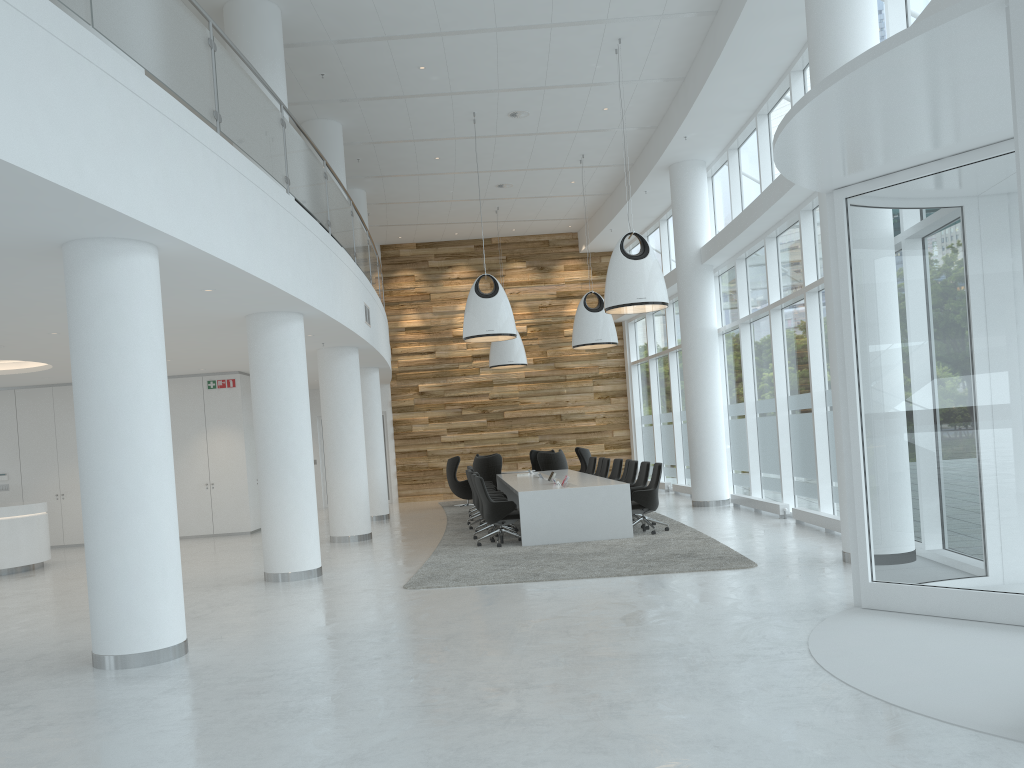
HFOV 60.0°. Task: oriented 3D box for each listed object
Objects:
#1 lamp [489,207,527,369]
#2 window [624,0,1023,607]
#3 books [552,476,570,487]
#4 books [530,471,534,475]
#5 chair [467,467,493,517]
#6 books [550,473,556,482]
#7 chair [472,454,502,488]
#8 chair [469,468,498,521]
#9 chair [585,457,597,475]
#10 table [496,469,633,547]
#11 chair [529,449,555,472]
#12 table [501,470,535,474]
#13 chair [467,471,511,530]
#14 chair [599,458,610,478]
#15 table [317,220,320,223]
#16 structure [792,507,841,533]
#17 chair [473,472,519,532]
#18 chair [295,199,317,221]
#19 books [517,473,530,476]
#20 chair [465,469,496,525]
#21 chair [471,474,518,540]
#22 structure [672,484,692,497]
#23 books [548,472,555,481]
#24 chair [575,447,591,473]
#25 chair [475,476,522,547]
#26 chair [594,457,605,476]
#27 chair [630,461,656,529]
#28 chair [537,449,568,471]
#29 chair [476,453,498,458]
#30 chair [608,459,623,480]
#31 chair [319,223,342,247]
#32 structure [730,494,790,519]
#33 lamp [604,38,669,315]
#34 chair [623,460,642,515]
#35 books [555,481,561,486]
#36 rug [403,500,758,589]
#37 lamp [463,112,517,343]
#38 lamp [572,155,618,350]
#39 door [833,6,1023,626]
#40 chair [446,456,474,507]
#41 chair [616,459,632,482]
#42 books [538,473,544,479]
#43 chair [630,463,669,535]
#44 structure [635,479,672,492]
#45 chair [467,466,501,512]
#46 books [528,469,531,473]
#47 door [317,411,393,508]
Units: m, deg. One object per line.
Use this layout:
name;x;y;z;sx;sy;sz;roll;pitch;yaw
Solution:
lamp;-0.212;-2.200;20.203;0.886;3.647;0.882;-4;0;35
window;-16.778;0.714;18.526;63.076;6.140;30.771;-7;-4;36
books;0.745;1.532;13.381;0.231;0.275;0.597;-4;-3;17
books;0.434;1.810;17.410;0.139;0.223;0.162;-4;-1;-4
chair;-0.521;2.055;16.992;0.673;0.966;0.686;-4;-1;-4
books;0.674;1.652;15.324;0.158;0.241;0.353;-4;-2;-4
chair;-0.388;2.091;19.220;0.915;1.152;0.917;-4;-1;16
chair;-0.459;2.000;16.175;0.673;0.966;0.686;-4;-1;-4
chair;1.441;1.978;18.006;0.673;0.966;0.686;-4;-1;-9
table;0.653;1.973;15.114;1.500;0.739;6.567;-4;-3;-4
chair;0.669;2.144;21.295;0.915;1.152;0.917;-4;-1;16
table;0.157;2.339;20.237;0.800;0.696;0.799;-5;-2;21
chair;-0.404;1.900;14.629;0.673;0.966;0.686;-4;-1;-9
chair;1.536;1.867;16.318;0.673;0.966;0.686;-4;-1;-4
table;-2.968;-1.942;12.359;0.798;0.754;0.801;-4;-2;-14
structure;3.979;1.753;11.073;0.150;0.213;2.692;-4;-4;1
chair;-0.274;1.846;13.899;0.673;0.966;0.686;-4;-1;-4
chair;-2.999;-2.195;11.528;0.913;1.152;0.919;-4;-1;-13
books;0.218;1.745;17.124;0.224;0.026;0.264;-4;-4;6
chair;-0.473;1.954;15.411;0.674;0.966;0.686;-4;-1;1
chair;-0.267;1.795;13.084;0.673;0.966;0.686;-4;-1;-4
structure;3.721;2.211;18.172;0.150;0.213;2.694;-4;-4;-5
books;0.658;1.633;15.304;0.139;0.229;0.357;-4;-2;-4
chair;1.392;2.034;20.350;0.916;1.152;0.915;-4;-1;-14
chair;-0.179;1.734;12.212;0.673;0.966;0.686;-4;-1;-9
chair;1.529;1.918;17.134;0.673;0.966;0.686;-4;-1;-4
chair;1.783;1.657;13.226;0.673;0.966;0.686;-4;-1;-4
chair;0.792;2.010;19.267;0.912;1.152;0.920;-3;-2;-44
chair;-0.492;2.222;21.219;0.912;1.152;0.920;-3;-2;-44
chair;1.666;1.812;15.589;0.673;0.966;0.686;-4;-1;-9
chair;-2.998;-2.089;13.237;0.913;1.152;0.919;-4;-1;-10
structure;3.961;1.951;14.250;0.150;0.213;2.693;-4;-4;-2
lamp;1.568;-2.831;12.067;0.886;3.647;0.882;-4;0;42
chair;1.721;1.712;14.043;0.673;0.966;0.686;-4;-1;-4
books;0.714;1.514;12.883;0.143;0.226;0.204;-4;-1;-5
rug;0.505;2.375;15.445;3.937;0.010;13.468;-4;-4;-3
lamp;-0.483;-2.544;14.350;0.886;3.647;0.882;-4;0;42
lamp;1.456;-2.524;16.896;0.886;3.647;0.882;-4;0;40
door;3.831;-0.077;5.016;2.997;3.110;2.998;-4;-1;6
chair;-1.017;2.195;20.173;0.916;1.152;0.915;-4;-1;-14
chair;1.735;1.759;14.806;0.674;0.966;0.686;-4;-1;1
books;0.541;1.685;15.653;0.153;0.238;0.191;-4;-1;-4
chair;1.831;1.604;12.414;0.674;0.966;0.686;-4;-1;1
structure;3.366;2.431;21.313;0.150;0.213;2.694;-4;-3;-8
chair;-0.569;2.109;17.804;0.674;0.966;0.686;-4;-1;1
books;0.407;1.826;17.747;0.153;0.241;0.183;-4;-1;-4
door;-4.081;1.974;23.112;1.805;2.402;0.132;-4;0;-1
